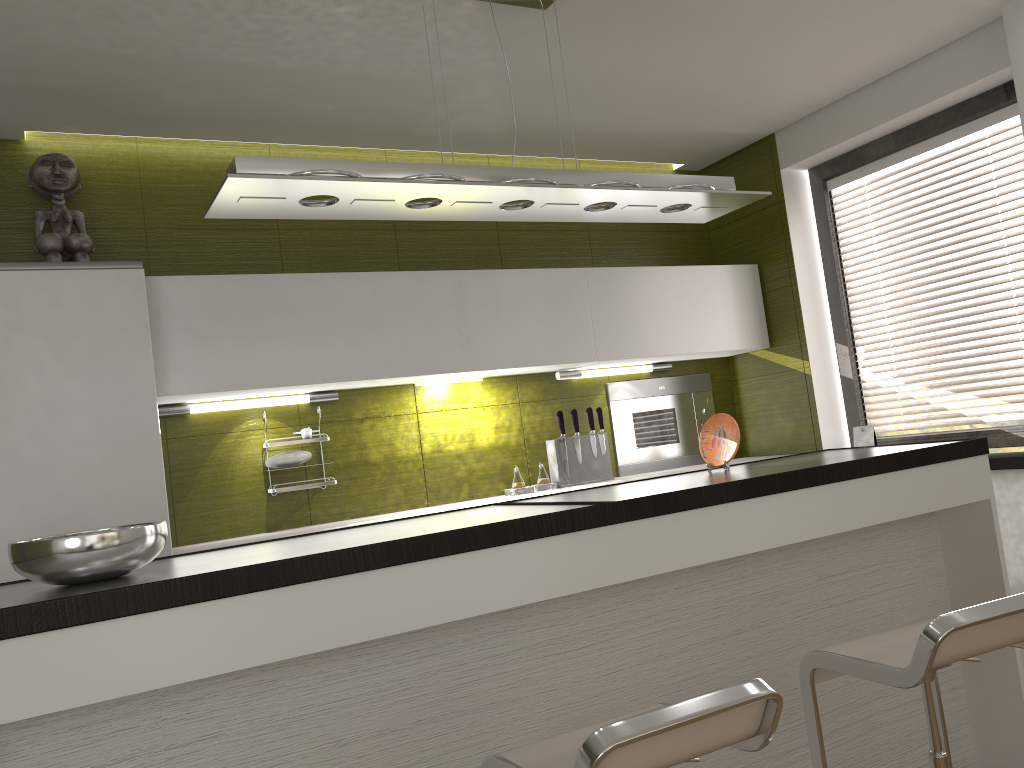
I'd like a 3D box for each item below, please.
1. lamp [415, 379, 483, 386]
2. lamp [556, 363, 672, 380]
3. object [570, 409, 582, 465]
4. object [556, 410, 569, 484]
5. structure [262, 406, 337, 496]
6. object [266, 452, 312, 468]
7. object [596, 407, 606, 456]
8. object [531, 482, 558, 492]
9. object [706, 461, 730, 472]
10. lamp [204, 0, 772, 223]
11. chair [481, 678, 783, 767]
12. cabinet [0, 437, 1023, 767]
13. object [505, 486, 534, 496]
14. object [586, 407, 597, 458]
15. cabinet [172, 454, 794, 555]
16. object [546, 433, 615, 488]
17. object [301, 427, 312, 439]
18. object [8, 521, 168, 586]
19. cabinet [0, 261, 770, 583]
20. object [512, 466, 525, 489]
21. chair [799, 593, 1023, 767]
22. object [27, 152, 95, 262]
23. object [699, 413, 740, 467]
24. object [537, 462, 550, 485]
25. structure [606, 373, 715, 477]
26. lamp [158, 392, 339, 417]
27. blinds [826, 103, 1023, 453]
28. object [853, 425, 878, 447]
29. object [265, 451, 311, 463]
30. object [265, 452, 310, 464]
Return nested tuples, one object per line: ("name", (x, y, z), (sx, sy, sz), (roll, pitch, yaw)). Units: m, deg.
("lamp", (-0.281, -0.007, 4.004), (0.334, 0.008, 0.008), (-5, -5, -29))
("lamp", (0.516, -0.064, 4.389), (0.716, 0.041, 0.095), (-5, -5, -29))
("object", (0.298, 0.247, 4.109), (0.042, 0.264, 0.013), (-5, -5, -29))
("object", (0.233, 0.290, 4.069), (0.046, 0.339, 0.013), (-5, -5, -29))
("structure", (-0.867, 0.267, 3.592), (0.266, 0.346, 0.110), (-5, -5, -29))
("object", (-0.890, 0.305, 3.536), (0.181, 0.052, 0.173), (-5, -5, -29))
("object", (0.418, 0.224, 4.176), (0.040, 0.231, 0.013), (-5, -5, -29))
("object", (0.148, 0.471, 4.049), (0.107, 0.032, 0.107), (-6, -4, -17))
("object", (0.706, 0.226, 2.996), (0.072, 0.131, 0.088), (-5, -5, -34))
("lamp", (-0.029, -0.850, 2.574), (1.677, 0.683, 0.326), (-5, -5, -29))
("chair", (0.243, 0.962, 1.587), (0.418, 0.857, 0.460), (-5, -5, -28))
("cabinet", (0.170, 0.890, 2.423), (2.947, 1.134, 0.663), (-5, -5, -29))
("object", (0.032, 0.481, 3.972), (0.107, 0.032, 0.107), (-5, -5, -28))
("object", (0.374, 0.229, 4.152), (0.036, 0.243, 0.013), (-5, -5, -29))
("cabinet", (0.115, 1.021, 3.814), (2.940, 1.086, 0.465), (-5, -5, -29))
("object", (0.317, 0.359, 4.150), (0.293, 0.227, 0.107), (-5, -5, -28))
("object", (-0.841, 0.204, 3.627), (0.046, 0.053, 0.051), (-8, -4, 3))
("object", (-0.911, 0.373, 1.925), (0.311, 0.105, 0.311), (-6, -4, -16))
("cabinet", (-0.239, 0.560, 3.830), (3.471, 2.089, 0.724), (-5, -5, -29))
("object", (0.026, 0.426, 3.976), (0.059, 0.121, 0.059), (-9, -4, 17))
("chair", (0.983, 0.895, 1.993), (0.418, 0.857, 0.460), (-6, -4, -23))
("object", (-1.618, -0.609, 3.177), (0.195, 0.488, 0.304), (-5, -5, -31))
("object", (0.701, 0.189, 3.000), (0.055, 0.178, 0.184), (-5, -5, -32))
("object", (0.140, 0.417, 4.052), (0.059, 0.121, 0.059), (-10, -5, 28))
("structure", (0.791, 0.202, 4.538), (0.663, 0.469, 0.015), (-5, -5, -29))
("lamp", (-1.049, 0.080, 3.565), (0.715, 0.041, 0.041), (-5, -5, -29))
("blinds", (2.793, -2.802, 7.988), (16.000, 12.704, 9.030), (-8, -4, 11))
("object", (1.627, 0.279, 4.078), (0.057, 0.169, 0.106), (-5, -5, -34))
("object", (-0.892, 0.299, 3.538), (0.181, 0.052, 0.173), (-5, -5, -29))
("object", (-0.891, 0.302, 3.537), (0.181, 0.052, 0.173), (-5, -5, -29))
